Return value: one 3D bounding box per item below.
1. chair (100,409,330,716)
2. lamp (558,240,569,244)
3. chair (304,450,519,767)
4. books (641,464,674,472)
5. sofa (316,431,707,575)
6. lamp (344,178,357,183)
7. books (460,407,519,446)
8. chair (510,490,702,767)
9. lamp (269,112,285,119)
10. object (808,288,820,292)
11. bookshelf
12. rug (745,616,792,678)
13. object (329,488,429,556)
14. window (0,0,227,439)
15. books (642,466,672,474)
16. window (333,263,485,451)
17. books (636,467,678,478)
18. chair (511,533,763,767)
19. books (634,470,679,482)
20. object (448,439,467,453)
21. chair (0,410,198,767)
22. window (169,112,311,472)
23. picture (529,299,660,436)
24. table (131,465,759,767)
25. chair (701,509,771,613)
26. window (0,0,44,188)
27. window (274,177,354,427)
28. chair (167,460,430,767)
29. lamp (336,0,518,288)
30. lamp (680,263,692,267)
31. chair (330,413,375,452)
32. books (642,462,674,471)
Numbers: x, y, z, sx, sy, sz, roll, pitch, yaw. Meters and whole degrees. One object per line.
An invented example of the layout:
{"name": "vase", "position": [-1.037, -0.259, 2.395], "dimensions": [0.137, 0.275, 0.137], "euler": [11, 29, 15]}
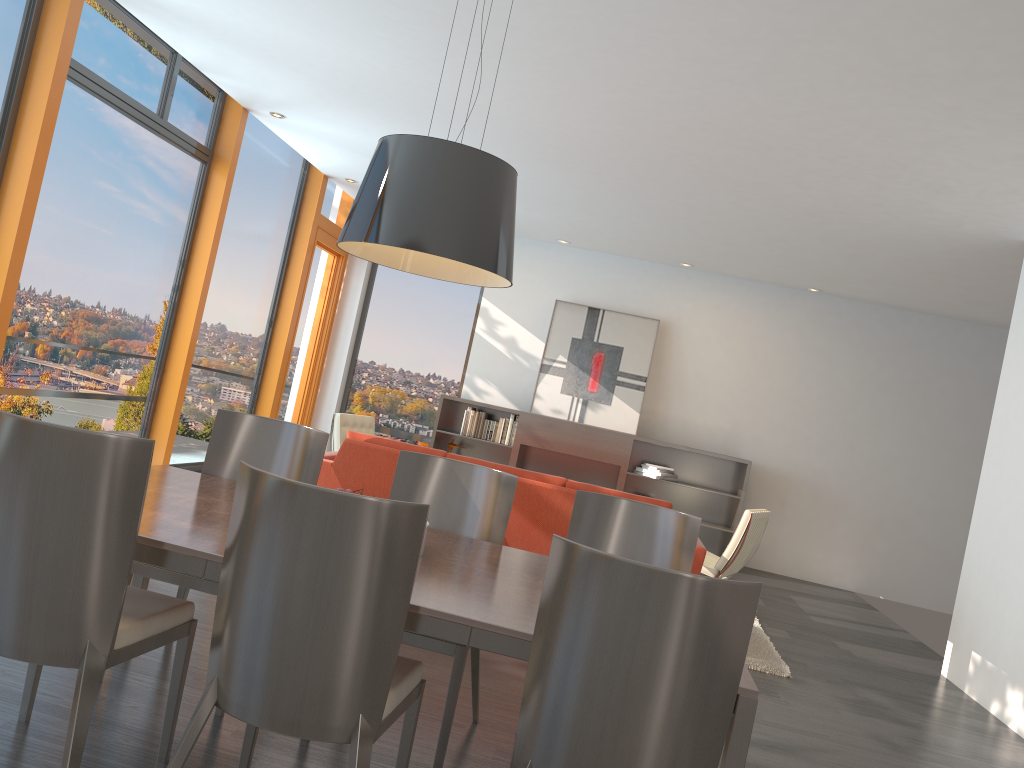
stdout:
{"name": "chair", "position": [-1.069, 0.611, 3.331], "dimensions": [0.548, 0.968, 0.614], "euler": [12, -2, 8]}
{"name": "lamp", "position": [0.583, -1.615, 10.070], "dimensions": [0.129, 0.010, 0.129], "euler": [13, -1, -37]}
{"name": "chair", "position": [-0.327, 0.769, 3.226], "dimensions": [0.548, 0.968, 0.614], "euler": [12, -2, 8]}
{"name": "books", "position": [1.570, 0.909, 9.565], "dimensions": [0.300, 0.020, 0.210], "euler": [13, -2, -42]}
{"name": "sofa", "position": [-0.087, 0.933, 5.876], "dimensions": [2.598, 0.853, 1.037], "euler": [12, -1, 8]}
{"name": "lamp", "position": [-1.686, -2.121, 9.255], "dimensions": [0.129, 0.010, 0.129], "euler": [13, -1, -37]}
{"name": "books", "position": [-0.224, 0.455, 9.807], "dimensions": [0.592, 0.340, 0.324], "euler": [12, -1, 8]}
{"name": "chair", "position": [0.350, 0.913, 3.130], "dimensions": [0.548, 0.968, 0.614], "euler": [12, -2, 8]}
{"name": "lamp", "position": [-1.938, -2.215, 7.315], "dimensions": [0.129, 0.010, 0.129], "euler": [13, -1, -37]}
{"name": "object", "position": [3.315, -1.033, 9.746], "dimensions": [0.129, 0.010, 0.129], "euler": [13, -1, -37]}
{"name": "bookshelf", "position": [0.777, 1.040, 9.740], "dimensions": [3.388, 1.163, 0.570], "euler": [12, -2, 8]}
{"name": "rug", "position": [-0.003, 1.404, 6.943], "dimensions": [3.773, 0.043, 2.982], "euler": [12, -1, 8]}
{"name": "object", "position": [-0.472, 0.416, 2.789], "dimensions": [0.427, 0.154, 0.427], "euler": [13, -2, -38]}
{"name": "window", "position": [-2.846, -0.930, 6.232], "dimensions": [0.070, 3.347, 2.103], "euler": [12, -2, 8]}
{"name": "books", "position": [1.566, 0.929, 9.564], "dimensions": [0.210, 0.020, 0.300], "euler": [11, -1, 37]}
{"name": "window", "position": [-1.167, -0.476, 10.557], "dimensions": [1.410, 3.341, 0.065], "euler": [12, -2, 8]}
{"name": "books", "position": [1.560, 0.957, 9.563], "dimensions": [0.315, 0.038, 0.398], "euler": [11, -1, 37]}
{"name": "chair", "position": [0.243, 0.869, 2.138], "dimensions": [0.548, 0.968, 0.614], "euler": [12, -2, 8]}
{"name": "books", "position": [1.552, 0.993, 9.562], "dimensions": [0.398, 0.038, 0.315], "euler": [13, -2, -43]}
{"name": "object", "position": [-0.668, 0.762, 9.900], "dimensions": [0.245, 0.291, 0.201], "euler": [11, -2, 28]}
{"name": "chair", "position": [-1.175, 0.568, 2.339], "dimensions": [0.548, 0.968, 0.614], "euler": [12, -2, 8]}
{"name": "window", "position": [-2.578, -0.829, 8.296], "dimensions": [0.070, 3.347, 1.843], "euler": [12, -2, 8]}
{"name": "picture", "position": [0.932, -0.198, 9.942], "dimensions": [1.209, 1.338, 0.269], "euler": [12, -2, 8]}
{"name": "table", "position": [-0.478, 0.884, 2.748], "dimensions": [2.152, 0.765, 1.171], "euler": [12, -1, 8]}
{"name": "chair", "position": [1.572, 1.316, 6.920], "dimensions": [0.707, 0.817, 0.699], "euler": [11, -2, 28]}
{"name": "window", "position": [-3.183, -1.056, 3.635], "dimensions": [0.070, 3.347, 2.922], "euler": [12, -1, 8]}
{"name": "window", "position": [-2.279, -0.732, 9.878], "dimensions": [0.211, 3.347, 1.156], "euler": [12, -2, 8]}
{"name": "chair", "position": [-0.499, 0.712, 2.243], "dimensions": [0.548, 0.968, 0.614], "euler": [12, -2, 8]}
{"name": "lamp", "position": [-0.108, -1.145, 2.827], "dimensions": [0.567, 1.580, 0.566], "euler": [11, -2, 37]}
{"name": "lamp", "position": [1.937, -1.327, 9.878], "dimensions": [0.129, 0.010, 0.129], "euler": [13, -1, -37]}
{"name": "chair", "position": [-1.251, 0.729, 7.950], "dimensions": [0.707, 0.817, 0.699], "euler": [12, -2, 18]}
{"name": "books", "position": [1.574, 0.889, 9.565], "dimensions": [0.300, 0.020, 0.210], "euler": [12, -1, -2]}
